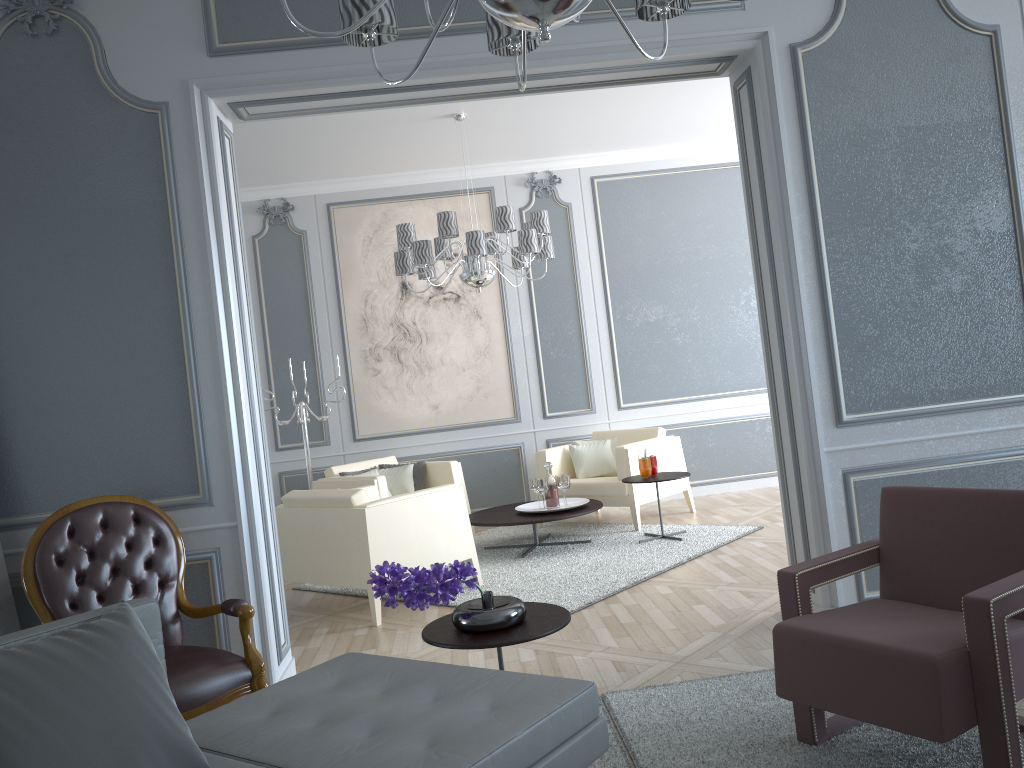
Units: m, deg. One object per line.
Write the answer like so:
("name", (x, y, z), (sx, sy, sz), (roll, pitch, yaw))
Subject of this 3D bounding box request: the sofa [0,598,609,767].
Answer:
("sofa", (-0.767, 0.791, 1.304), (0.809, 0.668, 2.206), (-7, 0, 36))

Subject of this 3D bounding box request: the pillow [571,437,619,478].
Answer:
("pillow", (0.614, 0.533, 6.381), (0.351, 0.276, 0.184), (-7, -1, 2))

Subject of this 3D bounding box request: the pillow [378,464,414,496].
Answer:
("pillow", (-0.834, 0.701, 6.209), (0.312, 0.245, 0.163), (-7, -1, 0))

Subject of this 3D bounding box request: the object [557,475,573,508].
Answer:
("object", (0.329, 0.668, 5.501), (0.080, 0.196, 0.080), (-6, -1, -21))

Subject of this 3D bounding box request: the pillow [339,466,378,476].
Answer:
("pillow", (-1.008, 0.722, 6.124), (0.184, 0.276, 0.351), (-7, -1, 42))

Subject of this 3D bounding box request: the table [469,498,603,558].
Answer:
("table", (0.145, 0.912, 5.578), (0.882, 0.239, 0.882), (-7, 0, -6))

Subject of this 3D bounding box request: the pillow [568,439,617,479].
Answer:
("pillow", (0.578, 0.536, 6.300), (0.312, 0.245, 0.163), (-7, -1, -10))

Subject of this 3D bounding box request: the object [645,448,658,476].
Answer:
("object", (0.854, 0.479, 5.447), (0.075, 0.166, 0.075), (-6, -1, -45))

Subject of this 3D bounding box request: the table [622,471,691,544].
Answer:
("table", (0.893, 0.751, 5.363), (0.414, 0.385, 0.414), (-7, -1, 44))

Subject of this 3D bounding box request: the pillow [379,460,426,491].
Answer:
("pillow", (-0.785, 0.696, 6.282), (0.351, 0.276, 0.184), (-7, -1, 12))

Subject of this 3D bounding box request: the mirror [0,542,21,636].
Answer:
("mirror", (-1.740, 0.351, 2.288), (0.251, 1.793, 1.400), (-7, -1, -4))

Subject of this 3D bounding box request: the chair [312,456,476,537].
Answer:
("chair", (-0.834, 0.834, 6.136), (0.736, 0.621, 0.856), (-7, -1, 41))

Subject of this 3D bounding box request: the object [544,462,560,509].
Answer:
("object", (0.241, 0.631, 5.545), (0.086, 0.290, 0.086), (-7, -1, 17))

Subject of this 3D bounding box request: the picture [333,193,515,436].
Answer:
("picture", (-0.676, -0.544, 6.836), (1.199, 1.752, 0.001), (-7, -1, -4))

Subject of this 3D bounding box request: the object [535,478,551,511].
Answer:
("object", (0.193, 0.684, 5.470), (0.080, 0.196, 0.080), (-7, -1, -1))

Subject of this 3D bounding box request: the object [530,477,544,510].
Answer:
("object", (0.164, 0.687, 5.564), (0.080, 0.196, 0.080), (-6, -1, -21))

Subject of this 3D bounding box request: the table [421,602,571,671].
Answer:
("table", (-0.021, 0.847, 2.443), (0.414, 0.385, 0.414), (-7, -1, -16))

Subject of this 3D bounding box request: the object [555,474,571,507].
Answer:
("object", (0.322, 0.669, 5.584), (0.080, 0.196, 0.080), (-6, -1, -21))

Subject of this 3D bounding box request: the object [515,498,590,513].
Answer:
("object", (0.252, 0.765, 5.532), (0.468, 0.028, 0.468), (-7, 0, 9))

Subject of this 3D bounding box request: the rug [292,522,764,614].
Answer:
("rug", (0.120, 1.030, 5.275), (1.998, 0.010, 2.002), (-7, 0, 41))

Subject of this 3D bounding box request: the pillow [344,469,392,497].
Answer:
("pillow", (-0.971, 0.717, 6.044), (0.163, 0.245, 0.312), (-7, -1, 30))

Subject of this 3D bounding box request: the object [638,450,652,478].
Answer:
("object", (0.805, 0.484, 5.376), (0.075, 0.166, 0.075), (-6, -1, -15))

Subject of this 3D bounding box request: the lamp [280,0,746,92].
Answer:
("lamp", (-0.012, -1.151, 1.554), (0.977, 1.120, 0.975), (-7, -1, -16))

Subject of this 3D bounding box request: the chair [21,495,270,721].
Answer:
("chair", (-1.147, 0.762, 2.725), (0.573, 0.829, 0.574), (-6, -1, -44))

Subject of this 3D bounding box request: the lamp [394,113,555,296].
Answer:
("lamp", (-0.270, -1.119, 5.514), (0.977, 1.120, 0.975), (-7, -1, -16))

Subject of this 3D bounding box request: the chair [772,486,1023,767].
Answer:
("chair", (1.018, 0.609, 2.222), (0.607, 0.620, 0.575), (-6, -1, -34))

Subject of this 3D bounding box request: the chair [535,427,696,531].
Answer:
("chair", (0.695, 0.655, 6.240), (0.854, 0.621, 0.738), (-7, -1, 41))

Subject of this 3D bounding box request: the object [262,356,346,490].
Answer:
("object", (-1.439, 0.520, 6.253), (0.446, 1.386, 0.447), (-7, -1, 41))

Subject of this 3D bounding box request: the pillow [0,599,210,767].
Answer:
("pillow", (-0.796, 0.621, 1.590), (0.253, 0.354, 0.422), (-7, -1, 34))

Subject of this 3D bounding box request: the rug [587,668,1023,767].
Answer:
("rug", (0.390, 0.997, 1.282), (2.018, 0.010, 3.203), (-7, 0, -4))

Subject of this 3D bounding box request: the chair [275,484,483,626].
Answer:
("chair", (-0.739, 0.822, 4.667), (0.854, 0.621, 0.738), (-7, -1, 41))

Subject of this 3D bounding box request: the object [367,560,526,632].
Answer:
("object", (-0.163, 0.559, 2.382), (0.425, 0.221, 0.206), (-7, -1, -34))
